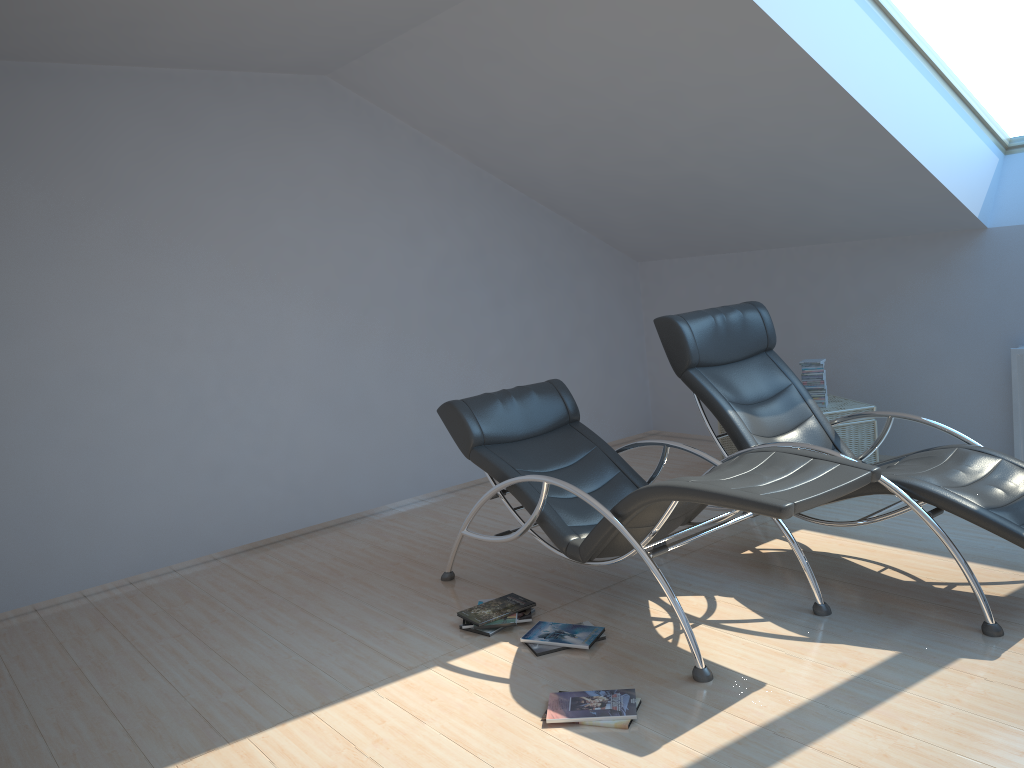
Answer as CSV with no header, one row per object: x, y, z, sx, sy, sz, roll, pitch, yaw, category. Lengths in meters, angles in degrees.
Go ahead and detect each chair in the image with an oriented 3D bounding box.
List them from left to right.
0.530,0.529,4.009,0.836,0.953,2.114,-12,9,-36,chair
1.591,0.243,4.163,0.836,1.251,1.938,-12,9,-36,chair

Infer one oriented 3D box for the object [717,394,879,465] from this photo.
1.826,0.387,5.734,0.745,0.518,0.744,-7,7,-7,object

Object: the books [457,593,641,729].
1.885,0.895,2.935,4.790,0.222,1.045,-3,8,20,books

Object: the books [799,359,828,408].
1.897,0.000,5.572,0.149,0.300,0.149,-3,8,24,books

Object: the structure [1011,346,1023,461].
3.392,0.203,4.725,0.120,0.800,1.324,-12,9,-36,structure
